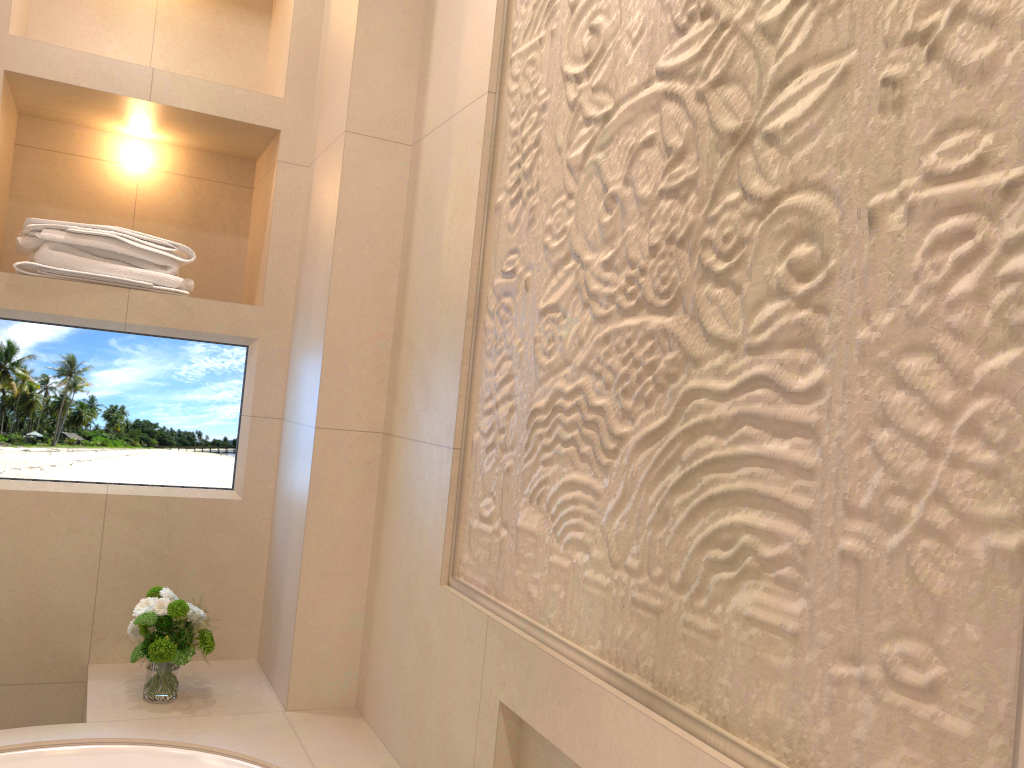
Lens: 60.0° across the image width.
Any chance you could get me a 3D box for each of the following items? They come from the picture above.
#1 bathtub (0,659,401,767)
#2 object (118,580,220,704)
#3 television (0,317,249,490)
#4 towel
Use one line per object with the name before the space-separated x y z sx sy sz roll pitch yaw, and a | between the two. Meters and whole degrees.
bathtub | -0.439 0.935 0.833 1.060 0.540 2.662 6 -2 -25
object | -0.722 0.540 1.892 0.229 0.252 0.197 5 -2 17
television | -0.930 0.056 2.090 0.564 0.360 0.025 6 -2 -25
towel | -0.287 -0.559 0.863 0.517 0.726 3.195 6 -2 -25
